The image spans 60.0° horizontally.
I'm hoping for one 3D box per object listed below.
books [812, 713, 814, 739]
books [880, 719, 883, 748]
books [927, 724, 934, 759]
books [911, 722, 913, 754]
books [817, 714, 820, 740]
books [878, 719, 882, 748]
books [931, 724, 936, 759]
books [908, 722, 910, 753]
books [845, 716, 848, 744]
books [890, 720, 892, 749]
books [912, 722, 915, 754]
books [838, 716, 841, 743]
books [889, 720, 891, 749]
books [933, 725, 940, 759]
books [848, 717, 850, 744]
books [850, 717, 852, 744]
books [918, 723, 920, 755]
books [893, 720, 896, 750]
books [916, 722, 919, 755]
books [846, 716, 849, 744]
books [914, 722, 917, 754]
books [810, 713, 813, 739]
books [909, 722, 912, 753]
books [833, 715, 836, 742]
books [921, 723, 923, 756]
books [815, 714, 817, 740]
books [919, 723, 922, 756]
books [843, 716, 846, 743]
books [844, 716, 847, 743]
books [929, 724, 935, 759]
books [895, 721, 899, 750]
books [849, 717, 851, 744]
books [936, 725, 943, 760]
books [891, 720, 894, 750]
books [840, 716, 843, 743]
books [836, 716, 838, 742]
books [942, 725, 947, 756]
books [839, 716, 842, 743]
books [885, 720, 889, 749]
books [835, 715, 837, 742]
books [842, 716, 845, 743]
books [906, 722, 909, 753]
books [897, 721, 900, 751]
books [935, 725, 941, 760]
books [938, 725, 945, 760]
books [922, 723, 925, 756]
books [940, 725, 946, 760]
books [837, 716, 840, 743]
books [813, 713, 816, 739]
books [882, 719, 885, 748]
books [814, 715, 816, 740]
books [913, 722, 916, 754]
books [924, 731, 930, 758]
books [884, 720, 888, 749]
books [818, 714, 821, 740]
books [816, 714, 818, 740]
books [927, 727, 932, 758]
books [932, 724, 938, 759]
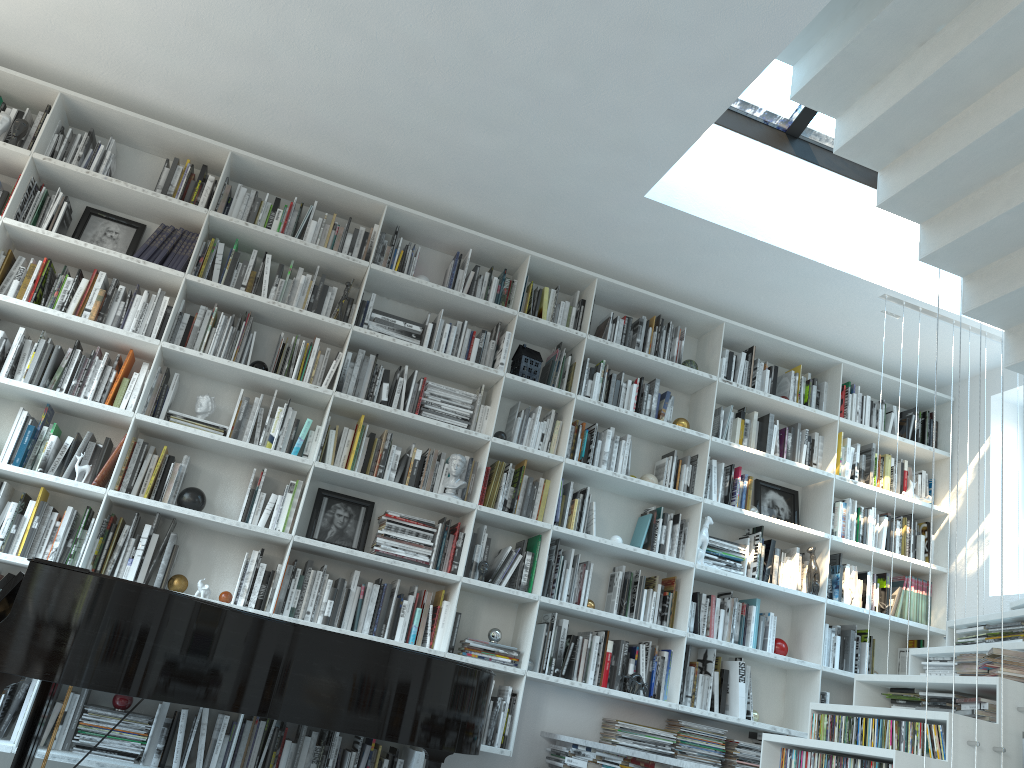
[{"bbox_3d":[1.414,1.569,4.015,0.125,0.125,0.008,17,-21,-14],"label":"books"},{"bbox_3d":[1.556,1.443,3.610,0.125,0.125,0.009,17,-21,-14],"label":"books"},{"bbox_3d":[1.640,1.369,3.370,0.125,0.123,0.035,17,-21,-14],"label":"books"},{"bbox_3d":[1.609,1.395,3.457,0.125,0.125,0.008,17,-21,-14],"label":"books"},{"bbox_3d":[1.426,1.558,3.980,0.125,0.125,0.009,17,-21,-14],"label":"books"},{"bbox_3d":[1.553,1.446,3.619,0.125,0.125,0.013,17,-21,-14],"label":"books"},{"bbox_3d":[1.645,1.365,3.355,0.125,0.123,0.034,17,-21,-14],"label":"books"},{"bbox_3d":[1.605,1.399,3.471,0.125,0.125,0.007,17,-21,-14],"label":"books"},{"bbox_3d":[1.488,1.503,3.805,0.125,0.125,0.007,17,-21,-14],"label":"books"},{"bbox_3d":[1.573,1.427,3.561,0.125,0.125,0.009,17,-21,-14],"label":"books"},{"bbox_3d":[1.612,1.393,3.451,0.125,0.125,0.009,17,-21,-14],"label":"books"},{"bbox_3d":[1.473,1.517,3.847,0.125,0.125,0.007,17,-21,-14],"label":"books"},{"bbox_3d":[1.570,1.430,3.569,0.125,0.125,0.013,17,-21,-14],"label":"books"},{"bbox_3d":[1.650,1.360,3.341,0.125,0.123,0.035,17,-21,-14],"label":"books"},{"bbox_3d":[1.492,1.499,3.792,0.125,0.125,0.007,17,-21,-14],"label":"books"},{"bbox_3d":[1.497,1.495,3.779,0.125,0.125,0.008,17,-21,-14],"label":"books"},{"bbox_3d":[1.621,1.384,3.423,0.125,0.125,0.008,17,-21,-14],"label":"books"},{"bbox_3d":[1.579,1.422,3.545,0.125,0.125,0.012,17,-21,-14],"label":"books"},{"bbox_3d":[1.619,1.387,3.430,0.125,0.125,0.008,17,-21,-14],"label":"books"},{"bbox_3d":[1.490,1.501,3.798,0.125,0.125,0.007,17,-21,-14],"label":"books"},{"bbox_3d":[1.616,1.389,3.438,0.125,0.125,0.010,17,-21,-14],"label":"books"},{"bbox_3d":[1.412,1.571,4.022,0.125,0.125,0.009,17,-21,-14],"label":"books"},{"bbox_3d":[1.607,1.397,3.464,0.125,0.125,0.008,17,-21,-14],"label":"books"},{"bbox_3d":[1.462,1.526,3.877,0.125,0.125,0.010,17,-21,-14],"label":"books"},{"bbox_3d":[1.626,1.380,3.410,0.125,0.125,0.007,17,-21,-14],"label":"books"},{"bbox_3d":[1.422,1.562,3.994,0.125,0.125,0.007,17,-21,-14],"label":"books"},{"bbox_3d":[1.624,1.382,3.416,0.125,0.125,0.008,17,-21,-14],"label":"books"},{"bbox_3d":[1.483,1.508,3.820,0.125,0.125,0.008,17,-21,-14],"label":"books"},{"bbox_3d":[1.485,1.506,3.812,0.125,0.125,0.008,17,-21,-14],"label":"books"},{"bbox_3d":[1.642,1.367,3.362,0.125,0.122,0.037,17,-21,-14],"label":"books"},{"bbox_3d":[1.582,1.420,3.536,0.125,0.125,0.018,17,-21,-14],"label":"books"},{"bbox_3d":[1.495,1.497,3.785,0.125,0.125,0.008,17,-21,-14],"label":"books"},{"bbox_3d":[1.655,1.356,3.327,0.125,0.123,0.035,17,-21,-14],"label":"books"},{"bbox_3d":[1.576,1.425,3.554,0.125,0.125,0.007,17,-21,-14],"label":"books"},{"bbox_3d":[1.478,1.512,3.834,0.125,0.125,0.008,17,-21,-14],"label":"books"},{"bbox_3d":[1.468,1.521,3.862,0.125,0.125,0.009,17,-21,-14],"label":"books"},{"bbox_3d":[1.662,1.349,3.305,0.125,0.123,0.034,17,-21,-14],"label":"books"},{"bbox_3d":[1.475,1.514,3.840,0.125,0.125,0.008,17,-21,-14],"label":"books"},{"bbox_3d":[1.566,1.434,3.582,0.125,0.125,0.016,17,-21,-14],"label":"books"},{"bbox_3d":[1.465,1.523,3.869,0.125,0.125,0.007,17,-21,-14],"label":"books"},{"bbox_3d":[1.480,1.510,3.827,0.125,0.125,0.008,17,-21,-14],"label":"books"},{"bbox_3d":[1.602,1.401,3.478,0.125,0.125,0.007,17,-21,-14],"label":"books"},{"bbox_3d":[1.586,1.415,3.523,0.125,0.125,0.009,17,-21,-14],"label":"books"},{"bbox_3d":[1.652,1.358,3.334,0.125,0.122,0.036,17,-21,-14],"label":"books"},{"bbox_3d":[1.657,1.354,3.320,0.125,0.123,0.034,17,-21,-14],"label":"books"},{"bbox_3d":[1.629,1.378,3.403,0.125,0.125,0.008,17,-21,-14],"label":"books"},{"bbox_3d":[1.660,1.352,3.313,0.125,0.122,0.036,17,-21,-14],"label":"books"},{"bbox_3d":[1.470,1.519,3.855,0.125,0.125,0.009,17,-21,-14],"label":"books"},{"bbox_3d":[1.417,1.567,4.008,0.125,0.125,0.009,17,-21,-14],"label":"books"},{"bbox_3d":[1.559,1.440,3.601,0.125,0.125,0.011,17,-21,-14],"label":"books"},{"bbox_3d":[1.419,1.564,4.000,0.125,0.125,0.008,17,-21,-14],"label":"books"},{"bbox_3d":[1.614,1.391,3.445,0.125,0.125,0.010,17,-21,-14],"label":"books"},{"bbox_3d":[1.632,1.375,3.394,0.125,0.125,0.011,17,-21,-14],"label":"books"},{"bbox_3d":[1.562,1.437,3.592,0.125,0.125,0.009,17,-21,-14],"label":"books"},{"bbox_3d":[1.429,1.556,3.973,0.125,0.125,0.007,17,-21,-14],"label":"books"},{"bbox_3d":[1.424,1.560,3.987,0.125,0.125,0.008,17,-21,-14],"label":"books"},{"bbox_3d":[1.637,1.371,3.377,0.125,0.123,0.034,17,-21,-14],"label":"books"},{"bbox_3d":[1.647,1.363,3.348,0.125,0.123,0.034,17,-21,-14],"label":"books"}]
